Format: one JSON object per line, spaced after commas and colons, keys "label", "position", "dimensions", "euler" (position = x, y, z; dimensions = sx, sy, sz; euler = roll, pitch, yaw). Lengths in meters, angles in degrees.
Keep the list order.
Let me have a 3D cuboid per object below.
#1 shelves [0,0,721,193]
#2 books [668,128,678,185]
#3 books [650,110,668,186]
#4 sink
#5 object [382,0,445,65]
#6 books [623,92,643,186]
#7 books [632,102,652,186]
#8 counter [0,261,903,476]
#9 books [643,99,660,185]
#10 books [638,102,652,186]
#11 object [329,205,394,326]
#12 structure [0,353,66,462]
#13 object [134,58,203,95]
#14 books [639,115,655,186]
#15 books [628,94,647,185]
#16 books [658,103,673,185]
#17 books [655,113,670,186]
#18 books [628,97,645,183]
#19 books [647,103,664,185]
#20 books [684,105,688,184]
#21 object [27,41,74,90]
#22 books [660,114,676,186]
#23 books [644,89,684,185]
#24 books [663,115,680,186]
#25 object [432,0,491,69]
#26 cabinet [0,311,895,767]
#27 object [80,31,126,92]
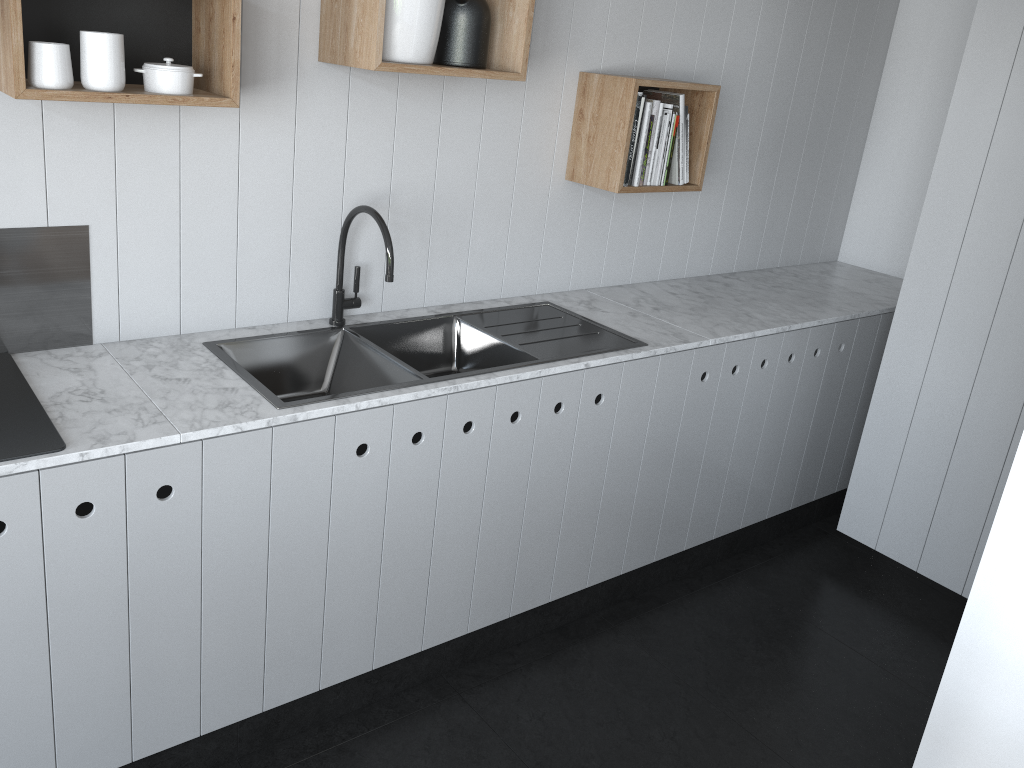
{"label": "shelves", "position": [-0.759, -0.796, 1.881], "dimensions": [3.491, 0.786, 0.312], "euler": [-10, 25, -37]}
{"label": "books", "position": [0.492, -0.776, 2.915], "dimensions": [0.068, 0.218, 0.149], "euler": [-8, 24, -37]}
{"label": "books", "position": [0.423, -0.773, 2.861], "dimensions": [0.015, 0.231, 0.155], "euler": [-8, 24, -37]}
{"label": "sink", "position": [-0.203, -0.035, 2.448], "dimensions": [1.148, 0.164, 0.470], "euler": [-10, 26, -36]}
{"label": "object", "position": [-0.279, -0.960, 2.200], "dimensions": [0.234, 0.297, 0.226], "euler": [15, 21, 22]}
{"label": "books", "position": [0.310, -0.787, 2.796], "dimensions": [0.021, 0.281, 0.214], "euler": [-8, 24, -37]}
{"label": "books", "position": [0.358, -0.770, 2.804], "dimensions": [0.014, 0.253, 0.169], "euler": [-8, 24, -37]}
{"label": "counter", "position": [-0.689, -0.021, 2.092], "dimensions": [5.978, 0.020, 0.602], "euler": [-11, 26, -36]}
{"label": "books", "position": [0.389, -0.785, 2.844], "dimensions": [0.024, 0.260, 0.167], "euler": [-8, 24, -37]}
{"label": "books", "position": [0.363, -0.775, 2.819], "dimensions": [0.014, 0.253, 0.169], "euler": [-8, 24, -37]}
{"label": "object", "position": [-0.383, -0.295, 2.376], "dimensions": [0.088, 0.369, 0.301], "euler": [-8, 24, -37]}
{"label": "structure", "position": [-1.378, 0.075, 1.565], "dimensions": [0.959, 0.047, 0.576], "euler": [-11, 26, -36]}
{"label": "object", "position": [-0.743, -0.669, 1.913], "dimensions": [0.112, 0.072, 0.126], "euler": [17, 23, 27]}
{"label": "books", "position": [0.378, -0.758, 2.829], "dimensions": [0.018, 0.217, 0.158], "euler": [-8, 24, -37]}
{"label": "books", "position": [0.322, -0.795, 2.826], "dimensions": [0.010, 0.277, 0.236], "euler": [-8, 24, -37]}
{"label": "books", "position": [0.444, -0.785, 2.870], "dimensions": [0.010, 0.251, 0.148], "euler": [-8, 24, -37]}
{"label": "books", "position": [0.438, -0.769, 2.864], "dimensions": [0.011, 0.223, 0.149], "euler": [-8, 24, -37]}
{"label": "books", "position": [0.317, -0.791, 2.814], "dimensions": [0.012, 0.278, 0.227], "euler": [-8, 24, -37]}
{"label": "books", "position": [0.405, -0.785, 2.856], "dimensions": [0.014, 0.253, 0.169], "euler": [-8, 24, -37]}
{"label": "books", "position": [0.522, -0.798, 2.918], "dimensions": [0.074, 0.245, 0.148], "euler": [-8, 24, -37]}
{"label": "object", "position": [-0.914, -0.629, 1.749], "dimensions": [0.083, 0.087, 0.084], "euler": [5, 20, -3]}
{"label": "books", "position": [0.456, -0.770, 2.876], "dimensions": [0.011, 0.225, 0.149], "euler": [-8, 24, -37]}
{"label": "books", "position": [0.502, -0.812, 2.907], "dimensions": [0.095, 0.286, 0.163], "euler": [-8, 24, -37]}
{"label": "books", "position": [0.468, -0.770, 2.881], "dimensions": [0.014, 0.220, 0.148], "euler": [-8, 24, -37]}
{"label": "object", "position": [-0.126, -0.963, 2.341], "dimensions": [0.155, 0.233, 0.159], "euler": [-10, 25, -39]}
{"label": "cabinet", "position": [-0.555, 0.438, 2.002], "dimensions": [5.974, 0.737, 0.010], "euler": [-11, 25, -36]}
{"label": "object", "position": [-0.835, -0.656, 1.803], "dimensions": [0.084, 0.114, 0.089], "euler": [-9, 25, -37]}
